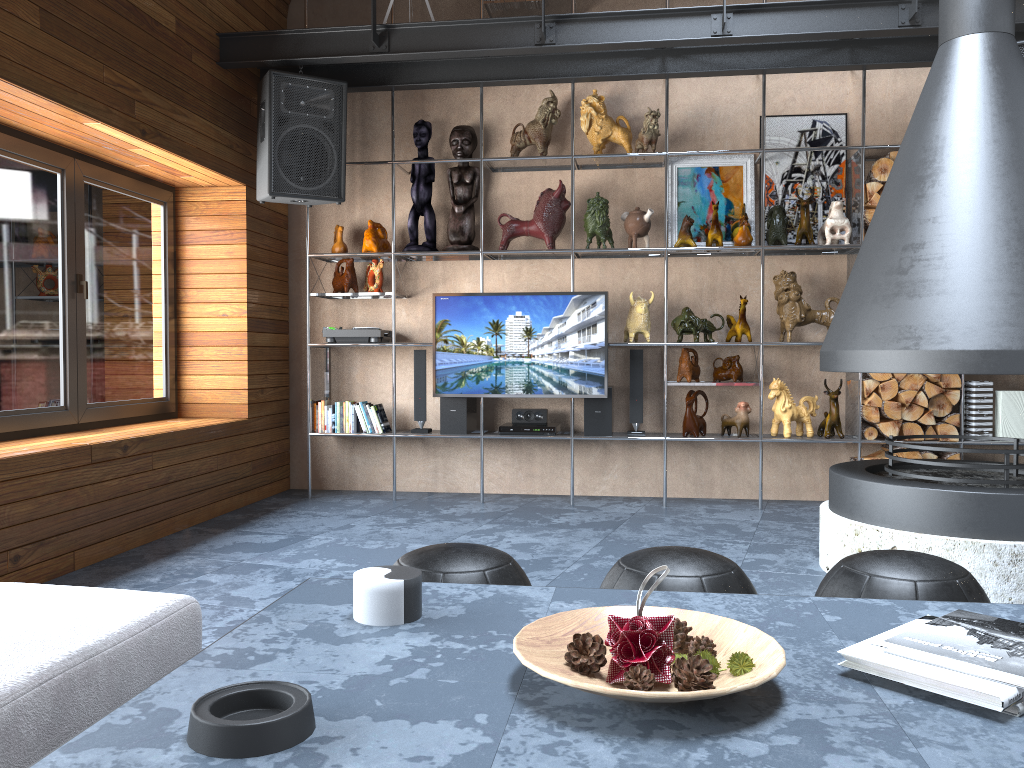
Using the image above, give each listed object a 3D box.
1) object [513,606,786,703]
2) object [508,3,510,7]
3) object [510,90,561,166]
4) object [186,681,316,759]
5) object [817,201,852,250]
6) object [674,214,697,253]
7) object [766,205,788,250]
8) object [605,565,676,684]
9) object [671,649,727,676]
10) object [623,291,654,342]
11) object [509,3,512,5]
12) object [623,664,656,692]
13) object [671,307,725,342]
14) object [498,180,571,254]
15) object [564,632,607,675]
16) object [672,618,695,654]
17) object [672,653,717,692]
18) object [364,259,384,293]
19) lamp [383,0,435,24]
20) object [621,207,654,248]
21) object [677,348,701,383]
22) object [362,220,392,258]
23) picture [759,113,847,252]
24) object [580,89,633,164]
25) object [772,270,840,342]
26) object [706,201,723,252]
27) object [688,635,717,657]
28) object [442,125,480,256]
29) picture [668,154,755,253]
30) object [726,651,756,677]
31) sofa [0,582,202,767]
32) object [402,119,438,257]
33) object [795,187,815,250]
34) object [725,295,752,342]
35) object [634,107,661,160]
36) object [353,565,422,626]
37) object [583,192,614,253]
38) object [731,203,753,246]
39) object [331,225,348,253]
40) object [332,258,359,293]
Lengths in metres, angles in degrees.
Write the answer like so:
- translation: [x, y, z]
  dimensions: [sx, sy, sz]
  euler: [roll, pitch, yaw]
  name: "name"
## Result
- translation: [0.200, 0.414, 1.317]
  dimensions: [0.395, 0.061, 0.395]
  euler: [0, 2, 1]
  name: "object"
- translation: [-0.017, -2.450, 5.529]
  dimensions: [0.009, 0.178, 0.112]
  euler: [0, 2, 8]
  name: "object"
- translation: [0.147, -1.619, 5.612]
  dimensions: [0.328, 0.442, 0.207]
  euler: [0, 2, 1]
  name: "object"
- translation: [-0.337, 0.431, 1.150]
  dimensions: [0.160, 0.040, 0.160]
  euler: [0, 2, -14]
  name: "object"
- translation: [1.929, -0.958, 5.329]
  dimensions: [0.151, 0.280, 0.314]
  euler: [0, 2, 7]
  name: "object"
- translation: [1.074, -0.925, 5.479]
  dimensions: [0.137, 0.207, 0.272]
  euler: [0, 2, 12]
  name: "object"
- translation: [1.611, -0.946, 5.390]
  dimensions: [0.126, 0.249, 0.253]
  euler: [0, 2, 13]
  name: "object"
- translation: [0.188, 0.355, 1.298]
  dimensions: [0.105, 0.172, 0.118]
  euler: [-1, 2, -30]
  name: "object"
- translation: [0.273, 0.417, 1.309]
  dimensions: [0.073, 0.034, 0.081]
  euler: [0, 2, -4]
  name: "object"
- translation: [0.770, -0.410, 5.480]
  dimensions: [0.154, 0.310, 0.325]
  euler: [0, 2, -7]
  name: "object"
- translation: [-0.007, -2.449, 5.525]
  dimensions: [0.011, 0.175, 0.111]
  euler: [0, 2, 8]
  name: "object"
- translation: [0.174, 0.406, 1.210]
  dimensions: [0.044, 0.042, 0.042]
  euler: [0, 2, 8]
  name: "object"
- translation: [1.120, -0.363, 5.458]
  dimensions: [0.403, 0.221, 0.192]
  euler: [-2, 2, -45]
  name: "object"
- translation: [0.139, -1.043, 5.554]
  dimensions: [0.462, 0.440, 0.219]
  euler: [0, 2, 8]
  name: "object"
- translation: [0.111, 0.401, 1.317]
  dimensions: [0.060, 0.062, 0.062]
  euler: [-1, 2, -31]
  name: "object"
- translation: [0.258, 0.398, 1.404]
  dimensions: [0.063, 0.061, 0.061]
  euler: [0, 2, 8]
  name: "object"
- translation: [0.251, 0.404, 1.224]
  dimensions: [0.061, 0.062, 0.064]
  euler: [1, 2, 39]
  name: "object"
- translation: [-0.897, -0.694, 5.761]
  dimensions: [0.060, 0.223, 0.267]
  euler: [-1, 2, -36]
  name: "object"
- translation: [-0.593, -2.485, 5.129]
  dimensions: [0.475, 1.002, 0.475]
  euler: [1, 2, 32]
  name: "lamp"
- translation: [0.769, -0.953, 5.440]
  dimensions: [0.237, 0.266, 0.164]
  euler: [1, 2, 25]
  name: "object"
- translation: [1.097, -0.116, 5.475]
  dimensions: [0.108, 0.214, 0.217]
  euler: [1, 2, 33]
  name: "object"
- translation: [-0.870, -0.937, 5.739]
  dimensions: [0.138, 0.222, 0.278]
  euler: [1, 2, 19]
  name: "object"
- translation: [1.815, -1.255, 5.535]
  dimensions: [0.529, 0.863, 0.090]
  euler: [0, 2, 8]
  name: "picture"
- translation: [0.597, -1.625, 5.586]
  dimensions: [0.328, 0.458, 0.215]
  euler: [0, 2, 13]
  name: "object"
- translation: [1.793, -0.472, 5.378]
  dimensions: [0.405, 0.451, 0.210]
  euler: [0, 2, 0]
  name: "object"
- translation: [1.242, -0.963, 5.444]
  dimensions: [0.097, 0.290, 0.290]
  euler: [0, 2, 7]
  name: "object"
- translation: [0.292, 0.406, 1.357]
  dimensions: [0.043, 0.042, 0.042]
  euler: [0, 2, 11]
  name: "object"
- translation: [-0.321, -1.250, 5.691]
  dimensions: [0.237, 0.840, 0.305]
  euler: [0, 2, 10]
  name: "object"
- translation: [1.250, -1.136, 5.592]
  dimensions: [0.544, 0.625, 0.136]
  euler: [0, 2, 8]
  name: "picture"
- translation: [0.328, 0.404, 1.274]
  dimensions: [0.039, 0.039, 0.048]
  euler: [0, 2, 5]
  name: "object"
- translation: [-0.258, 0.551, 0.672]
  dimensions: [4.035, 0.693, 2.205]
  euler: [0, 2, 8]
  name: "sofa"
- translation: [-0.589, -1.273, 5.707]
  dimensions: [0.244, 0.879, 0.244]
  euler: [1, 2, 37]
  name: "object"
- translation: [1.762, -0.998, 5.341]
  dimensions: [0.116, 0.358, 0.198]
  euler: [0, 2, 16]
  name: "object"
- translation: [1.381, -0.395, 5.443]
  dimensions: [0.097, 0.290, 0.290]
  euler: [0, 2, -12]
  name: "object"
- translation: [0.836, -1.527, 5.416]
  dimensions: [0.131, 0.280, 0.208]
  euler: [0, 2, -10]
  name: "object"
- translation: [-0.232, 0.394, 1.656]
  dimensions: [0.126, 0.081, 0.126]
  euler: [-1, 2, -19]
  name: "object"
- translation: [0.539, -0.999, 5.483]
  dimensions: [0.167, 0.356, 0.255]
  euler: [1, 2, 27]
  name: "object"
- translation: [1.406, -0.956, 5.399]
  dimensions: [0.123, 0.270, 0.227]
  euler: [0, 2, 8]
  name: "object"
- translation: [-1.118, -0.938, 5.771]
  dimensions: [0.107, 0.209, 0.233]
  euler: [0, 2, -5]
  name: "object"
- translation: [-1.097, -0.699, 5.785]
  dimensions: [0.116, 0.229, 0.233]
  euler: [-2, 2, -42]
  name: "object"
